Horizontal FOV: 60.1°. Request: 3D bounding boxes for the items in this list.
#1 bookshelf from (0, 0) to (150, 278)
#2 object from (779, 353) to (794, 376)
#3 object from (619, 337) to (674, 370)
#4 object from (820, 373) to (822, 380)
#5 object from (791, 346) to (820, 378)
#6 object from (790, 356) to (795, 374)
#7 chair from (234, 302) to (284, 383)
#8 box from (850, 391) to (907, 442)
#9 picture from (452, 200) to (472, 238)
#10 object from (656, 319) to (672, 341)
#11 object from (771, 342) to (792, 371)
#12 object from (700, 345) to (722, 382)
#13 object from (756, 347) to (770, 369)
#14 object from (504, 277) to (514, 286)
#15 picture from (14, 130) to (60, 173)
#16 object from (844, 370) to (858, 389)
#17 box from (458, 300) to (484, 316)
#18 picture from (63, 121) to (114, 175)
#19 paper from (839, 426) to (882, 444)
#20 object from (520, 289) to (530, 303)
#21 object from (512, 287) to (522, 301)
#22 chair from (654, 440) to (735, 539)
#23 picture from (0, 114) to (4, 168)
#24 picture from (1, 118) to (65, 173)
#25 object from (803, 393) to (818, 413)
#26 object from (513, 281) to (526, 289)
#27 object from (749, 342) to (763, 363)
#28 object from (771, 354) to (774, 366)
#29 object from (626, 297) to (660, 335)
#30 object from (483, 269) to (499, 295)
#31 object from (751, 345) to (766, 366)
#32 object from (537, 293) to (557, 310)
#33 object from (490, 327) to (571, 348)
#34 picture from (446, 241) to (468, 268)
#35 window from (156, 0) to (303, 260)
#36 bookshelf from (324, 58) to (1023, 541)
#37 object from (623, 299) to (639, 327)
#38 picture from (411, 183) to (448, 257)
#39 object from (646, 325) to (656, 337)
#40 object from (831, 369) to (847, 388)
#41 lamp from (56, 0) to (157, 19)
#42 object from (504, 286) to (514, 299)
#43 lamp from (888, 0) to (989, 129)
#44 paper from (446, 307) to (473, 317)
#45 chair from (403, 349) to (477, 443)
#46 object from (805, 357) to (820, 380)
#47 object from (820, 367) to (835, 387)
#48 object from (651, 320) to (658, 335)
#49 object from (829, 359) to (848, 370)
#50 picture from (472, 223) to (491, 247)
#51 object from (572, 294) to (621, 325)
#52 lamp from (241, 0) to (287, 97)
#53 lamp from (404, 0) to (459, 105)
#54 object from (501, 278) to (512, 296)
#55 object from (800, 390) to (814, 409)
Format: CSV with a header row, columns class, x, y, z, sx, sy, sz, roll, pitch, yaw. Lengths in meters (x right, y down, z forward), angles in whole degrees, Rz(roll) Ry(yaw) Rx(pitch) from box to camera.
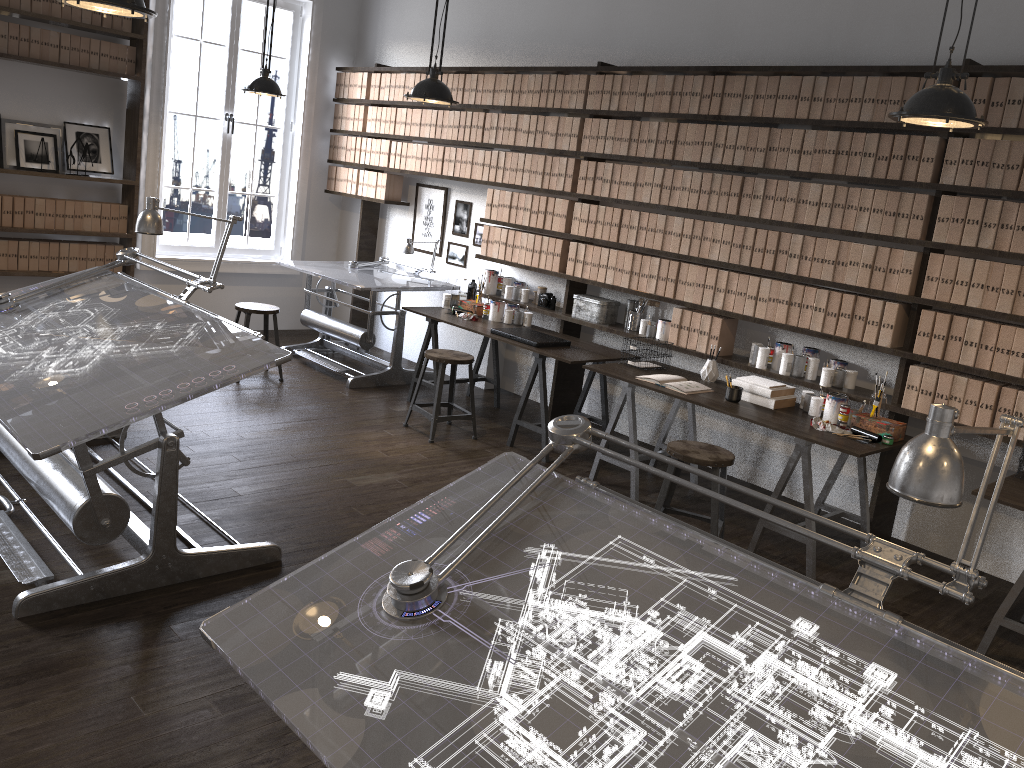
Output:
class,x,y,z,sx,sy,sz,roll,pitch,yaw
bookshelf,-4.014,-1.473,6.358,2.476,3.690,0.416,-3,15,-44
object,1.505,-0.108,4.860,0.062,0.118,0.062,10,11,14
object,0.803,-0.181,5.274,0.284,0.159,0.205,-4,17,-43
object,1.691,-0.040,4.765,0.054,0.080,0.054,15,13,35
object,1.612,-0.118,4.894,0.205,0.160,0.095,-3,15,-42
object,1.564,-0.101,4.925,0.054,0.100,0.054,2,12,-27
chair,-1.873,-0.306,6.450,0.358,0.523,0.375,0,13,-35
box,1.778,0.148,4.273,0.138,0.205,0.213,-3,15,-43
picture,-0.400,-1.336,7.161,0.022,0.282,0.203,-2,15,-44
object,0.950,-0.333,5.516,0.094,0.127,0.095,-1,14,-37
object,1.517,-0.149,4.977,0.095,0.160,0.094,17,14,41
object,1.146,-0.118,5.093,0.101,0.207,0.102,8,11,0
object,1.405,-0.144,4.960,0.062,0.118,0.062,9,11,5
object,-0.031,-0.740,6.683,0.072,0.128,0.071,8,11,2
picture,-3.582,-1.750,6.678,0.290,0.288,0.128,-3,15,-44
object,1.799,-0.024,4.707,0.062,0.095,0.062,5,11,-12
box,-0.276,-0.551,6.418,0.138,0.082,0.213,-4,17,-43
picture,-3.311,-1.843,6.932,0.343,0.361,0.162,-3,15,-44
paper,1.645,0.239,4.194,0.137,0.038,0.156,0,14,-29
object,0.095,-0.639,6.414,0.062,0.093,0.062,14,13,31
object,0.036,-0.653,6.443,0.063,0.092,0.063,14,13,31
chair,0.855,0.567,4.213,0.373,0.523,0.360,11,12,19
picture,-3.879,-1.771,6.370,0.374,0.388,0.150,-3,15,-44
picture,-3.614,-1.793,6.693,0.434,0.358,0.096,-4,15,-44
object,1.554,0.100,4.612,0.063,0.092,0.063,7,11,-4
object,0.052,-0.692,6.566,0.094,0.127,0.096,5,11,-14
object,1.403,-0.175,5.095,0.062,0.118,0.062,7,11,-4
object,1.478,-0.143,5.059,0.054,0.100,0.055,-3,15,-44
object,0.830,-0.468,5.695,0.182,0.269,0.157,14,12,29
object,-0.162,-0.762,6.624,0.108,0.175,0.107,-2,15,-42
object,1.400,-0.160,5.029,0.063,0.117,0.063,7,11,-4
object,0.234,-0.591,6.250,0.091,0.108,0.172,-3,16,-43
object,0.118,-0.301,5.684,0.312,0.033,0.449,-5,18,-43
picture,-0.446,-1.055,7.217,0.023,0.182,0.253,-2,15,-43
window,-2.433,-2.205,7.569,1.246,2.289,0.154,-3,14,-44
bookshelf,1.450,-0.203,5.127,0.374,3.178,9.254,-2,16,-43
object,0.784,-0.462,5.857,0.079,0.186,0.079,12,11,24
picture,-0.698,-1.385,7.457,0.040,0.570,0.418,-2,15,-43
object,0.927,-0.337,5.596,0.181,0.092,0.062,0,13,-30
object,1.731,-0.028,4.690,0.062,0.094,0.064,5,11,-12
lamp,-1.182,-2.313,2.697,0.312,2.232,0.314,3,11,-24
object,-0.021,-0.670,6.482,0.062,0.093,0.062,14,13,31
lamp,1.577,-1.970,2.792,0.312,2.232,0.314,4,11,-20
paper,-0.380,-0.513,6.306,0.156,0.038,0.138,15,15,30
chair,-0.429,0.068,5.653,0.358,0.523,0.375,0,13,-35
object,1.636,-0.082,4.824,0.062,0.118,0.062,10,11,14
object,1.665,-0.035,4.681,0.062,0.095,0.062,5,11,-12
object,0.911,-0.353,5.637,0.062,0.092,0.064,9,11,7
object,1.765,-0.064,4.809,0.094,0.128,0.095,15,13,32
picture,-0.213,-1.163,6.967,0.023,0.182,0.253,-2,15,-43
object,0.561,-0.504,5.964,0.193,0.151,0.319,-4,17,-44
lamp,-1.625,-3.157,6.126,0.312,2.232,0.314,12,11,25
lamp,-0.306,-2.669,4.756,0.312,2.232,0.314,12,11,25
object,-0.040,-0.724,6.605,0.070,0.129,0.071,6,11,-6
object,1.557,0.085,4.677,0.062,0.093,0.062,7,11,-4
